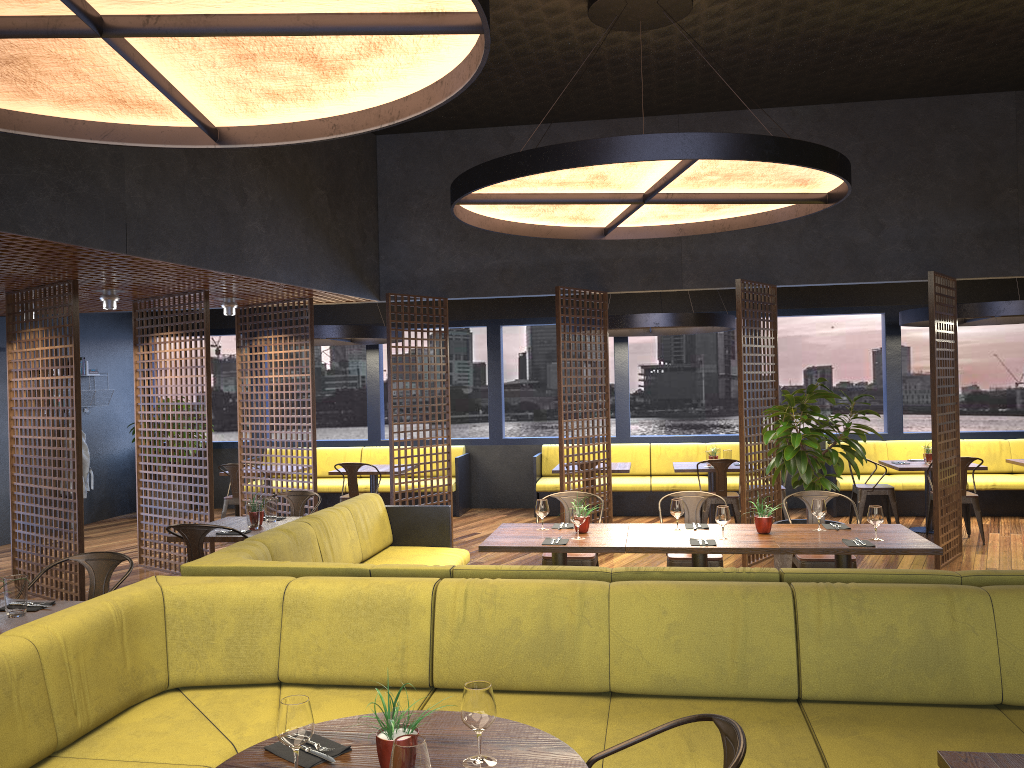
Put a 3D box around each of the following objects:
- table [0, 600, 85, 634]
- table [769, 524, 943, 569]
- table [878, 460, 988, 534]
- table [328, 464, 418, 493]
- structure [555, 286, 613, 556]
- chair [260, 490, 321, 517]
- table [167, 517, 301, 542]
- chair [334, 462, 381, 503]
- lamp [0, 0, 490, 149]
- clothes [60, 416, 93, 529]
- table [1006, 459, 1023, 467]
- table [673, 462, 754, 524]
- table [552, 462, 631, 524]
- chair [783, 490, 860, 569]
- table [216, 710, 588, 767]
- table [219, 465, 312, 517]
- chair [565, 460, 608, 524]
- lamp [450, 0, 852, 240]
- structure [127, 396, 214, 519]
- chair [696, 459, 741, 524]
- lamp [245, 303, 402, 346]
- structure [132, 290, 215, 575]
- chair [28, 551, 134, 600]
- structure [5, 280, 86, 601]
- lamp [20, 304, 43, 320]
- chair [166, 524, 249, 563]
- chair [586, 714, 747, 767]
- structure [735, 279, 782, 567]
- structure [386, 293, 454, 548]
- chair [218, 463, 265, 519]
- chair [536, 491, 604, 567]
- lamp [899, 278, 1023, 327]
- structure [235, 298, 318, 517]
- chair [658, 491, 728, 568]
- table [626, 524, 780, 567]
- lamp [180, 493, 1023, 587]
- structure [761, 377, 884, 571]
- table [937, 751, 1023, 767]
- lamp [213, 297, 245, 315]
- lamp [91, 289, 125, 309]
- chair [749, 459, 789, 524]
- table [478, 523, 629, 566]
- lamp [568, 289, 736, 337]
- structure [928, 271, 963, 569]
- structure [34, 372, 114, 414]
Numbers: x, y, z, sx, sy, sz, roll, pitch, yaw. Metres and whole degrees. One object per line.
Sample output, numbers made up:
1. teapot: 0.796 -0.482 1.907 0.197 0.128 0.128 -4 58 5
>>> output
1. table: -2.299 1.434 3.861 0.887 0.763 0.906 -1 0 9
2. table: 2.104 1.334 5.595 0.906 0.763 0.887 -1 0 9
3. table: 4.730 1.277 10.009 0.906 0.763 0.887 -1 0 9
4. table: -1.690 1.425 11.027 0.887 0.763 0.906 -1 0 9
5. structure: 0.736 0.399 8.898 0.050 2.700 0.852 -1 0 39
6. chair: -1.808 1.346 7.135 0.504 0.917 0.541 -1 0 9
7. table: -1.879 1.426 6.528 0.887 0.763 0.906 -1 0 9
8. chair: -1.783 1.347 10.334 0.504 0.917 0.541 -1 0 9
9. lamp: -1.484 -1.946 3.168 2.778 1.475 2.778 -1 0 13
10. clothes: -5.672 1.150 11.624 0.401 1.494 0.423 -1 0 5
11. table: 6.110 1.245 9.786 0.887 0.763 0.906 -1 0 9
12. table: 2.360 1.332 10.386 0.906 0.763 0.887 -1 0 9
13. table: 0.976 1.363 10.603 0.887 0.763 0.906 -1 0 9
14. chair: 2.224 1.253 6.353 0.504 0.917 0.541 -1 0 9
15. table: -0.291 1.387 2.236 1.007 0.760 1.007 -1 0 -43
16. table: -3.072 1.457 11.247 0.887 0.763 0.906 -1 0 9
17. chair: 0.866 1.286 9.913 0.504 0.917 0.541 -1 0 9
18. lamp: 0.935 -1.999 6.370 2.778 1.475 2.778 -1 0 9
19. structure: -4.895 1.001 12.786 1.166 1.763 0.993 -1 0 -21
20. chair: 2.277 1.254 9.688 0.504 0.917 0.541 -1 0 9
21. lamp: -2.387 -1.616 11.277 1.979 2.172 1.979 -1 0 15
22. structure: -3.313 0.492 8.640 1.319 2.700 0.050 -1 0 39
23. chair: -2.208 1.353 4.477 0.504 0.917 0.541 -1 0 9
24. structure: -4.071 0.509 7.705 1.319 2.700 0.050 -1 0 39
25. lamp: -5.044 -0.747 9.248 0.228 0.172 0.228 -1 0 9
26. chair: -2.001 1.350 5.924 0.504 0.917 0.541 -1 0 9
27. chair: 0.298 1.294 2.145 0.541 0.917 0.504 -1 0 9
28. structure: 2.414 0.361 8.631 0.050 2.700 0.852 -1 0 39
29. structure: -0.943 0.438 9.165 0.050 2.700 0.852 -1 0 39
30. chair: -3.195 1.380 10.559 0.504 0.917 0.541 -1 0 9
31. chair: 0.440 1.294 6.637 0.504 0.917 0.541 -1 0 9
32. lamp: 5.436 -1.798 10.032 1.979 2.172 1.979 -1 0 -6
33. structure: -2.555 0.475 9.575 1.319 2.700 0.050 -1 0 39
34. chair: 1.335 1.273 6.495 0.504 0.917 0.541 -1 0 9
35. table: 1.211 1.355 5.732 0.906 0.763 0.887 -1 0 9
36. lamp: -1.564 0.443 5.766 9.057 2.714 3.017 -1 0 9
37. structure: 2.674 0.824 7.932 1.166 1.763 0.993 -1 0 -21
38. table: 1.506 1.346 1.838 0.887 0.763 0.906 -1 0 9
39. lamp: -2.904 -0.796 9.111 0.228 0.172 0.228 -1 0 9
40. lamp: -3.705 -0.778 8.169 0.228 0.172 0.228 -1 0 9
41. chair: 2.986 1.238 10.271 0.541 0.917 0.504 -1 0 9
42. table: 0.316 1.376 5.874 0.906 0.763 0.887 -1 0 9
43. lamp: 1.637 -1.709 10.636 1.979 2.172 1.979 -1 0 -36
44. structure: 4.093 0.322 8.364 0.050 2.700 0.852 -1 0 39
45. structure: -5.721 0.130 11.648 0.293 0.563 1.220 -1 0 9
